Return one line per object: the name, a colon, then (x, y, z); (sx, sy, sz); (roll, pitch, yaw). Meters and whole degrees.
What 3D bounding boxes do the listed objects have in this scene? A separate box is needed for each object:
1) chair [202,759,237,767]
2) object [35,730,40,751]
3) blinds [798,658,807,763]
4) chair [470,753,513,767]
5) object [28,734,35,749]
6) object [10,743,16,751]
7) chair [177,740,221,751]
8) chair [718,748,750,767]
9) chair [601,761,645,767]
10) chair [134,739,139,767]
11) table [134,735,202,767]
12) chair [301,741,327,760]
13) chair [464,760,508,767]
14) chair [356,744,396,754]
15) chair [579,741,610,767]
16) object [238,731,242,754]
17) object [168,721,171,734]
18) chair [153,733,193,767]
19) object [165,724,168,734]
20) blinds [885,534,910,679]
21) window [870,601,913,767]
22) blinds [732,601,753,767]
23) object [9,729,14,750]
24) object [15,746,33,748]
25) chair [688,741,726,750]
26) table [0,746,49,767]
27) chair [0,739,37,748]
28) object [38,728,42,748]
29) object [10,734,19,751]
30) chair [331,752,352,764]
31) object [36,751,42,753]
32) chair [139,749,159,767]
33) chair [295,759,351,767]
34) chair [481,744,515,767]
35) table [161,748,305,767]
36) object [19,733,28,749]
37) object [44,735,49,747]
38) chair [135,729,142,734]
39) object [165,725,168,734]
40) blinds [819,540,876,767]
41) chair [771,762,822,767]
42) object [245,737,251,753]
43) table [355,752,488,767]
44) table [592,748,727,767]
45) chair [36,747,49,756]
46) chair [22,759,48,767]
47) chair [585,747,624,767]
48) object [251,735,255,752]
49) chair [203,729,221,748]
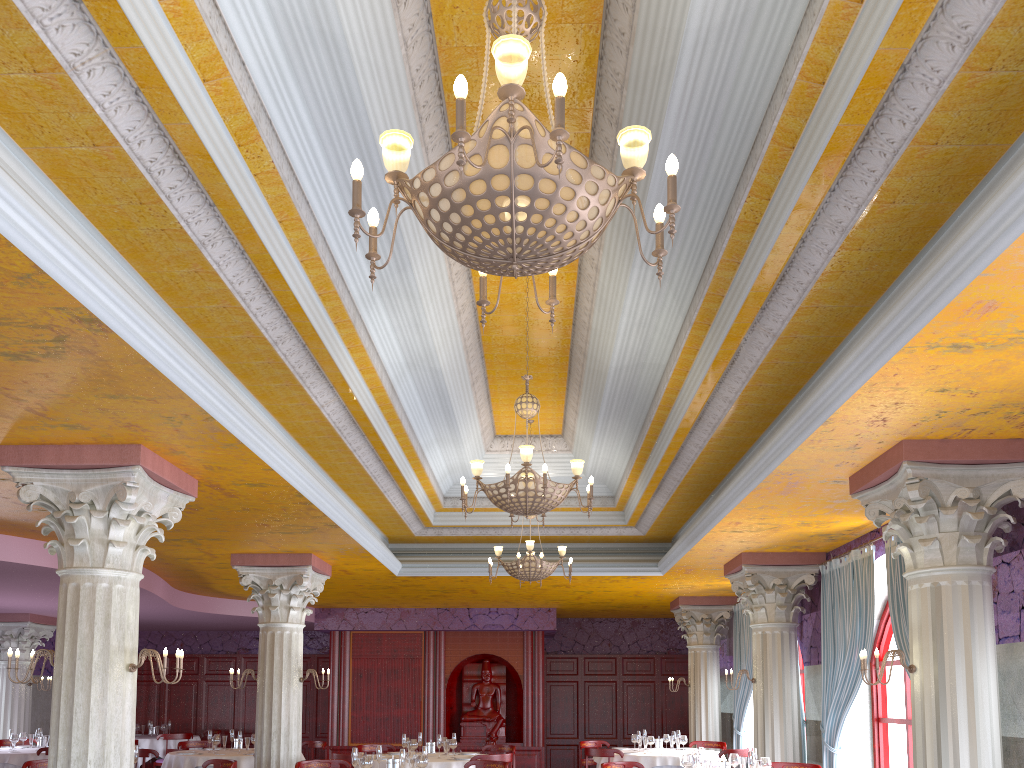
chair: (-3.525, 4.891, 9.862); (0.659, 1.051, 0.766); (9, -14, -42)
object: (-7.449, 5.594, 13.446); (0.074, 0.324, 0.076); (1, -6, -7)
blinds: (3.899, 4.623, 12.435); (0.244, 3.394, 1.774); (0, -9, 0)
chair: (-0.347, 5.453, 11.382); (0.764, 1.051, 0.660); (10, -14, -43)
object: (-7.879, 5.856, 14.034); (0.086, 0.229, 0.088); (3, -8, -18)
object: (-7.871, 5.671, 13.527); (0.086, 0.229, 0.088); (3, -8, -18)
chair: (-5.138, 6.454, 14.154); (0.764, 1.051, 0.660); (10, -14, -43)
chair: (3.166, 5.907, 12.608); (0.764, 1.051, 0.660); (10, -14, -43)
chair: (1.349, 4.812, 9.618); (0.764, 1.051, 0.660); (10, -14, -43)
chair: (-6.729, 6.603, 14.570); (0.659, 1.051, 0.766); (9, -14, -42)
table: (-7.718, 7.979, 18.204); (2.078, 0.916, 2.210); (-1, -18, 2)
chair: (-3.406, 6.440, 14.106); (0.659, 1.051, 0.766); (9, -14, -42)
chair: (-0.391, 4.876, 9.804); (0.659, 1.051, 0.766); (9, -14, -42)
chair: (-2.030, 6.096, 13.155); (0.764, 1.051, 0.660); (10, -14, -43)
chair: (1.482, 6.550, 14.380); (0.764, 1.051, 0.660); (10, -14, -43)
object: (-4.126, 5.431, 12.981); (0.075, 0.324, 0.075); (-5, -8, 38)
object: (-7.371, 7.414, 18.432); (0.074, 0.324, 0.076); (1, -6, -7)
chair: (-6.873, 7.606, 17.319); (0.764, 1.051, 0.660); (10, -14, -43)
object: (-7.533, 7.515, 18.612); (0.124, 0.255, 0.125); (-6, -11, 37)
blinds: (3.768, 2.916, 7.760); (0.244, 3.394, 1.774); (0, -9, 0)
window: (4.436, 2.958, 8.753); (0.160, 2.437, 3.761); (0, -16, 2)
blinds: (3.955, 5.353, 14.435); (0.244, 3.394, 1.774); (0, -9, 3)
object: (-7.965, 5.656, 13.619); (0.074, 0.324, 0.076); (1, -6, -7)
object: (-8.150, 6.068, 14.326); (0.315, 0.023, 0.329); (7, -21, -17)
chair: (3.214, 6.536, 14.332); (0.659, 1.051, 0.766); (9, -14, -42)
table: (-7.622, 6.347, 13.730); (2.078, 0.916, 2.210); (-1, -18, 2)
chair: (-8.461, 6.617, 14.618); (0.764, 1.051, 0.660); (10, -14, -43)
object: (-7.791, 5.844, 14.132); (0.074, 0.324, 0.076); (1, -6, -7)
object: (-7.803, 5.624, 13.432); (0.122, 0.255, 0.127); (1, -9, -7)
chair: (-2.079, 5.467, 11.431); (0.659, 1.051, 0.766); (9, -14, -42)
object: (-7.239, 5.633, 13.112); (0.028, 0.013, 0.239); (15, -25, -39)
chair: (-5.186, 5.825, 12.430); (0.659, 1.051, 0.766); (9, -14, -42)
chair: (-2.123, 4.891, 9.852); (0.764, 1.051, 0.660); (10, -14, -43)
chair: (-0.299, 6.082, 13.106); (0.659, 1.051, 0.766); (9, -14, -42)
table: (-4.298, 6.184, 13.266); (2.078, 0.916, 2.210); (-1, -18, 2)
object: (-7.975, 5.819, 13.968); (0.124, 0.255, 0.125); (-6, -11, 37)
object: (-7.361, 5.675, 13.535); (0.086, 0.229, 0.089); (0, -8, 4)
chair: (-8.557, 8.250, 19.092); (0.764, 1.051, 0.660); (10, -14, -43)
object: (-7.465, 7.493, 18.515); (0.086, 0.229, 0.088); (3, -8, -18)
blinds: (3.824, 3.646, 9.759); (0.244, 3.394, 1.774); (0, -9, 3)
chair: (3.080, 4.798, 9.570); (0.659, 1.051, 0.766); (9, -14, -42)
object: (-4.038, 5.513, 13.071); (0.086, 0.229, 0.088); (-4, -8, 26)
table: (-1.191, 5.826, 12.267); (2.078, 0.916, 2.210); (-1, -18, 2)
table: (2.321, 6.280, 13.492); (2.078, 0.916, 2.210); (-1, -18, 2)
chair: (-6.778, 5.974, 12.846); (0.764, 1.051, 0.660); (10, -14, -43)
chair: (-5.256, 4.905, 9.911); (0.764, 1.051, 0.660); (10, -14, -43)
chair: (1.434, 5.921, 12.656); (0.659, 1.051, 0.766); (9, -14, -42)
object: (-3.942, 5.525, 13.139); (0.122, 0.255, 0.127); (1, -9, -7)
chair: (-6.825, 8.235, 19.043); (0.659, 1.051, 0.766); (9, -14, -42)
